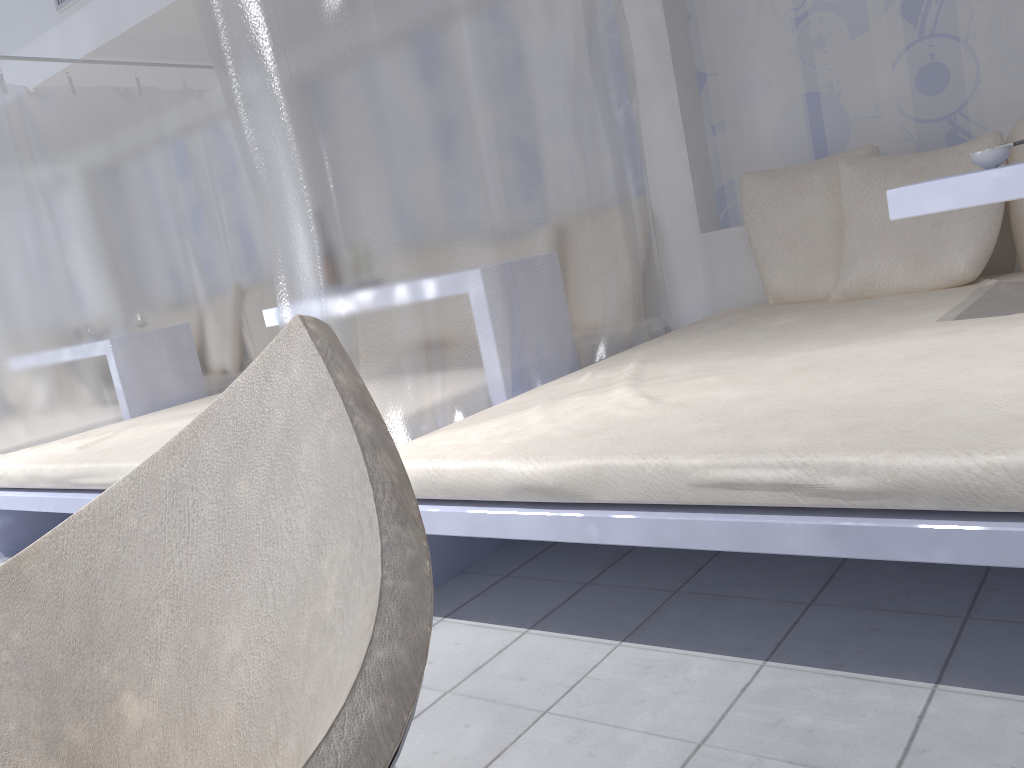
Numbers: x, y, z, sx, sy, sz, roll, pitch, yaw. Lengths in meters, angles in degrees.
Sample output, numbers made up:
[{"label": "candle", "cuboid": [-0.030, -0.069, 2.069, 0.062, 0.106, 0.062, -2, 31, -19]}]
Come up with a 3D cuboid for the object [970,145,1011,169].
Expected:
[{"label": "object", "cuboid": [1.081, -0.508, 2.001, 0.082, 0.043, 0.082, -11, 8, 0]}]

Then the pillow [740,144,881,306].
[{"label": "pillow", "cuboid": [1.091, -0.552, 3.159, 0.572, 0.510, 0.231, -5, 11, 38]}]

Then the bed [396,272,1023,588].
[{"label": "bed", "cuboid": [1.035, 0.056, 2.134, 2.200, 0.427, 2.016, -5, 11, 38]}]

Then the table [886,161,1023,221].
[{"label": "table", "cuboid": [1.388, -0.282, 1.772, 1.065, 0.450, 0.416, -5, 11, 38]}]

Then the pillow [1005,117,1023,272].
[{"label": "pillow", "cuboid": [1.730, -0.609, 2.605, 0.233, 0.527, 0.537, -16, 10, -31]}]

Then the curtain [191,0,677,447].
[{"label": "curtain", "cuboid": [-0.035, -0.726, 2.653, 0.151, 1.552, 2.050, -5, 11, 38]}]

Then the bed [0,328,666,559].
[{"label": "bed", "cuboid": [-0.682, 0.198, 3.518, 2.200, 0.422, 2.022, -5, 11, 38]}]

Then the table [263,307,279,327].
[{"label": "table", "cuboid": [-0.344, -0.139, 3.147, 1.065, 0.450, 0.416, -5, 11, 38]}]

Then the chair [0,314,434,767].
[{"label": "chair", "cuboid": [-0.388, 0.364, 0.861, 0.906, 0.759, 0.753, -4, 11, 42]}]

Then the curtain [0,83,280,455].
[{"label": "curtain", "cuboid": [-1.726, -0.573, 4.051, 0.125, 1.559, 1.998, -5, 10, 37]}]

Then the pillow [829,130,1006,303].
[{"label": "pillow", "cuboid": [1.307, -0.540, 2.880, 0.528, 0.482, 0.307, -4, 11, 43]}]
